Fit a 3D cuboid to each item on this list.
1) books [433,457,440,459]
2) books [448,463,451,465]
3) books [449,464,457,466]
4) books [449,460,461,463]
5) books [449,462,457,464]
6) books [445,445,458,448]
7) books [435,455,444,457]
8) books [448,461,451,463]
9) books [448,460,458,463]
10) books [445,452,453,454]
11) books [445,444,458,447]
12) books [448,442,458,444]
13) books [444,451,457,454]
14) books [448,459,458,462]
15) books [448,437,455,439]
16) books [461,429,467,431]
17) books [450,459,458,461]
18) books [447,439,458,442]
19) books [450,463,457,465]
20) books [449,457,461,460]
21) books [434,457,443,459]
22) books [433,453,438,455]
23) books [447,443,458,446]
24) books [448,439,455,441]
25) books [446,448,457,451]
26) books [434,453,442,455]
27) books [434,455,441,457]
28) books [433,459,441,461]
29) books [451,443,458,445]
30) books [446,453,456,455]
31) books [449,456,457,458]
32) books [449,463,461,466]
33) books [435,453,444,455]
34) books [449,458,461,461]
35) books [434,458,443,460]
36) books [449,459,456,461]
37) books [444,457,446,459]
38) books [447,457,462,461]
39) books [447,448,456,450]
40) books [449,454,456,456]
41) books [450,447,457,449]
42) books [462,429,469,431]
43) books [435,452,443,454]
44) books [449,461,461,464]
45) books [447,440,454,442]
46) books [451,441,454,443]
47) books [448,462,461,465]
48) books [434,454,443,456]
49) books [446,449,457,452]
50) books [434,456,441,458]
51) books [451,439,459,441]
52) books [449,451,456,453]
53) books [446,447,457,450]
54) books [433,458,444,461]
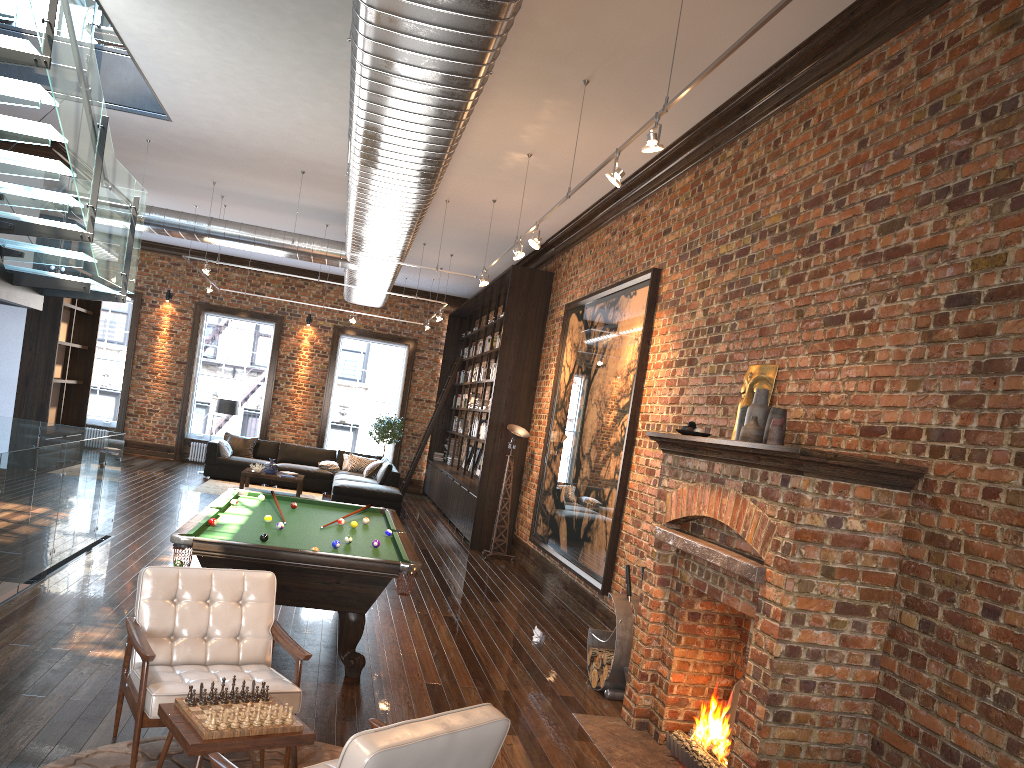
[{"bbox_3d":[-1.639,1.624,19.464,0.170,0.008,0.259,9,-3,-11],"label":"books"},{"bbox_3d":[-1.211,1.683,18.562,0.227,0.007,0.368,9,-3,-10],"label":"books"},{"bbox_3d":[-1.219,1.689,18.561,0.229,0.008,0.329,9,-3,-8],"label":"books"},{"bbox_3d":[-1.207,1.614,18.559,0.229,0.008,0.329,9,-3,-14],"label":"books"},{"bbox_3d":[-1.210,1.652,18.560,0.229,0.008,0.329,9,-3,-9],"label":"books"},{"bbox_3d":[-1.331,1.372,19.445,0.261,0.028,0.315,9,-3,-11],"label":"books"},{"bbox_3d":[-1.609,1.571,19.466,0.205,0.015,0.264,9,-3,-13],"label":"books"},{"bbox_3d":[-1.209,1.644,18.560,0.229,0.008,0.328,9,-3,-13],"label":"books"},{"bbox_3d":[-1.209,1.622,18.559,0.227,0.007,0.369,9,-3,-7],"label":"books"},{"bbox_3d":[-1.354,1.514,19.455,0.246,0.008,0.306,9,-3,-14],"label":"books"},{"bbox_3d":[-1.326,1.349,19.444,0.241,0.019,0.227,9,-3,-16],"label":"books"},{"bbox_3d":[-1.298,1.292,19.446,0.208,0.009,0.343,9,-3,-13],"label":"books"},{"bbox_3d":[-1.346,1.501,19.456,0.250,0.020,0.316,9,-3,-11],"label":"books"},{"bbox_3d":[-1.203,1.607,18.559,0.229,0.008,0.329,9,-3,-9],"label":"books"},{"bbox_3d":[-1.290,1.192,19.441,0.208,0.010,0.350,9,-3,-6],"label":"books"},{"bbox_3d":[-0.934,0.941,18.008,0.161,0.006,0.288,9,-3,-10],"label":"books"},{"bbox_3d":[-1.200,1.584,18.558,0.229,0.008,0.329,9,-3,-9],"label":"books"},{"bbox_3d":[-1.295,1.241,19.443,0.208,0.022,0.246,10,-3,-16],"label":"books"},{"bbox_3d":[-1.209,1.667,18.562,0.229,0.008,0.328,9,-3,-12],"label":"books"},{"bbox_3d":[-1.196,1.561,18.558,0.227,0.007,0.369,9,-3,-9],"label":"books"},{"bbox_3d":[-1.618,1.614,19.467,0.200,0.019,0.255,9,-3,-9],"label":"books"},{"bbox_3d":[-1.634,1.543,19.459,0.150,0.006,0.317,9,-3,-12],"label":"books"},{"bbox_3d":[-1.304,1.329,19.447,0.210,0.007,0.306,9,-3,-9],"label":"books"},{"bbox_3d":[-1.309,1.224,19.439,0.241,0.007,0.317,9,-3,-15],"label":"books"},{"bbox_3d":[-1.333,1.434,19.449,0.220,0.006,0.350,9,-3,-6],"label":"books"},{"bbox_3d":[-1.603,1.539,19.465,0.200,0.012,0.219,9,-3,-7],"label":"books"},{"bbox_3d":[-1.638,1.581,19.461,0.155,0.015,0.193,9,-3,-10],"label":"books"},{"bbox_3d":[-1.625,1.670,19.469,0.207,0.013,0.279,9,-3,-10],"label":"books"},{"bbox_3d":[-1.295,1.308,19.447,0.204,0.020,0.316,9,-3,-10],"label":"books"},{"bbox_3d":[-1.343,1.530,19.458,0.211,0.019,0.341,9,-3,-6],"label":"books"},{"bbox_3d":[-1.290,1.556,19.018,0.178,0.006,0.256,10,-3,-16],"label":"books"},{"bbox_3d":[-1.207,1.676,18.563,0.229,0.008,0.327,9,-3,-11],"label":"books"},{"bbox_3d":[-1.601,1.524,19.464,0.200,0.020,0.211,9,-3,-7],"label":"books"},{"bbox_3d":[-1.192,1.577,18.559,0.229,0.008,0.327,9,-3,-11],"label":"books"},{"bbox_3d":[-1.620,1.646,19.469,0.201,0.012,0.244,9,-3,-8],"label":"books"},{"bbox_3d":[-1.210,1.591,18.557,0.229,0.008,0.331,9,-3,-5],"label":"books"},{"bbox_3d":[-1.372,1.634,19.460,0.241,0.023,0.261,9,-3,-7],"label":"books"},{"bbox_3d":[-1.207,1.567,18.556,0.227,0.007,0.370,10,-3,-16],"label":"books"},{"bbox_3d":[-1.319,1.426,19.451,0.210,0.015,0.306,9,-3,-13],"label":"books"},{"bbox_3d":[-1.287,1.528,19.017,0.176,0.005,0.288,9,-3,-5],"label":"books"},{"bbox_3d":[-1.306,1.395,19.451,0.190,0.009,0.356,9,-3,-9],"label":"books"},{"bbox_3d":[-0.942,0.934,18.006,0.160,0.005,0.326,9,-3,-6],"label":"books"},{"bbox_3d":[-1.609,1.508,19.462,0.184,0.008,0.304,9,-3,-9],"label":"books"},{"bbox_3d":[-1.204,1.638,18.561,0.227,0.007,0.368,9,-3,-10],"label":"books"},{"bbox_3d":[-1.310,1.252,19.441,0.252,0.006,0.270,9,-3,-12],"label":"books"},{"bbox_3d":[-1.289,1.274,19.446,0.184,0.030,0.264,9,-3,-5],"label":"books"},{"bbox_3d":[-1.214,1.659,18.560,0.227,0.007,0.369,9,-3,-14],"label":"books"},{"bbox_3d":[-1.616,1.555,19.463,0.186,0.013,0.271,9,-3,-9],"label":"books"},{"bbox_3d":[-1.321,1.456,19.457,0.208,0.009,0.343,9,-3,-10],"label":"books"},{"bbox_3d":[-1.631,1.596,19.463,0.158,0.011,0.250,9,-3,-6],"label":"books"},{"bbox_3d":[-1.270,1.220,19.446,0.180,0.012,0.306,9,-3,-12],"label":"books"},{"bbox_3d":[-1.322,1.478,19.459,0.183,0.034,0.270,9,-3,-5],"label":"books"},{"bbox_3d":[-1.330,1.409,19.448,0.239,0.015,0.248,9,-3,-9],"label":"books"},{"bbox_3d":[-1.617,1.659,19.470,0.211,0.012,0.271,9,-3,-14],"label":"books"}]
